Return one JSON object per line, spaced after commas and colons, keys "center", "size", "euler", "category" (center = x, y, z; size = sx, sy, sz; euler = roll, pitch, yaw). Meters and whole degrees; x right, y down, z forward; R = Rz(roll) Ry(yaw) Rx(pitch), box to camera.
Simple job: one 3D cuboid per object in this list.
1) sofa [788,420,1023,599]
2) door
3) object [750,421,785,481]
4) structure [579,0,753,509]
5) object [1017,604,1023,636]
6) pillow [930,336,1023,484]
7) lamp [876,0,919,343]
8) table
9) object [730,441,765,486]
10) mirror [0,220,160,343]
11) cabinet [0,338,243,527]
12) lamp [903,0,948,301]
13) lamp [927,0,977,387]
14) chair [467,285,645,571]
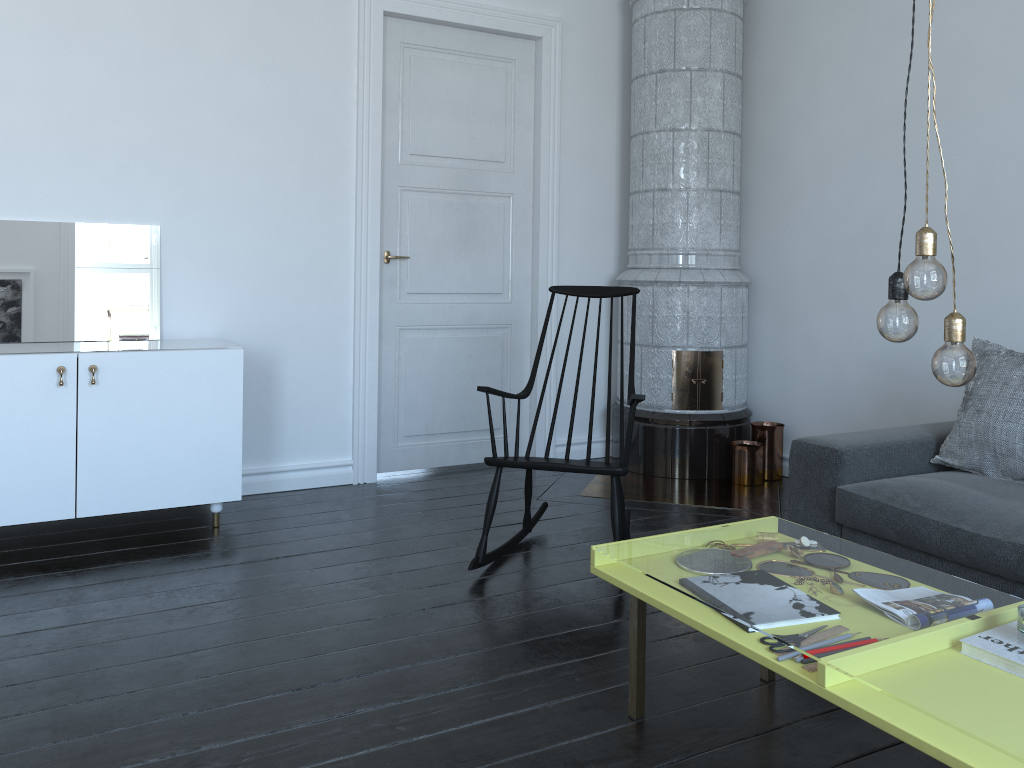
{"center": [1.994, 0.424, 2.347], "size": [1.084, 0.720, 2.388], "euler": [-2, 7, -29], "category": "sofa"}
{"center": [-0.279, -0.774, 4.661], "size": [1.169, 2.471, 0.116], "euler": [0, 1, -29], "category": "door"}
{"center": [1.340, 0.351, 4.627], "size": [0.176, 0.280, 0.174], "euler": [0, 3, -29], "category": "object"}
{"center": [0.891, -0.967, 4.679], "size": [0.778, 2.885, 1.272], "euler": [1, 1, 16], "category": "structure"}
{"center": [0.971, 0.376, 1.614], "size": [0.074, 0.173, 0.075], "euler": [1, 1, 6], "category": "object"}
{"center": [2.123, 0.190, 2.340], "size": [0.478, 0.490, 2.069], "euler": [-1, 7, -24], "category": "pillow"}
{"center": [0.741, -0.825, 1.664], "size": [0.074, 1.495, 0.086], "euler": [1, 0, 22], "category": "lamp"}
{"center": [0.787, 0.655, 1.647], "size": [0.601, 0.398, 1.409], "euler": [-2, 7, -29], "category": "table"}
{"center": [1.202, 0.405, 4.504], "size": [0.172, 0.199, 0.175], "euler": [-2, 4, -39], "category": "object"}
{"center": [-1.863, -0.433, 3.726], "size": [0.696, 0.502, 0.054], "euler": [-2, 2, -29], "category": "mirror"}
{"center": [-1.735, 0.220, 3.482], "size": [1.201, 0.734, 0.592], "euler": [-2, 4, -29], "category": "cabinet"}
{"center": [0.764, -0.899, 1.602], "size": [0.074, 1.495, 0.074], "euler": [1, 0, 18], "category": "lamp"}
{"center": [0.800, -0.742, 1.583], "size": [0.089, 1.495, 0.074], "euler": [1, 0, -5], "category": "lamp"}
{"center": [0.232, 0.132, 3.361], "size": [0.612, 1.003, 0.909], "euler": [1, 3, 16], "category": "chair"}
